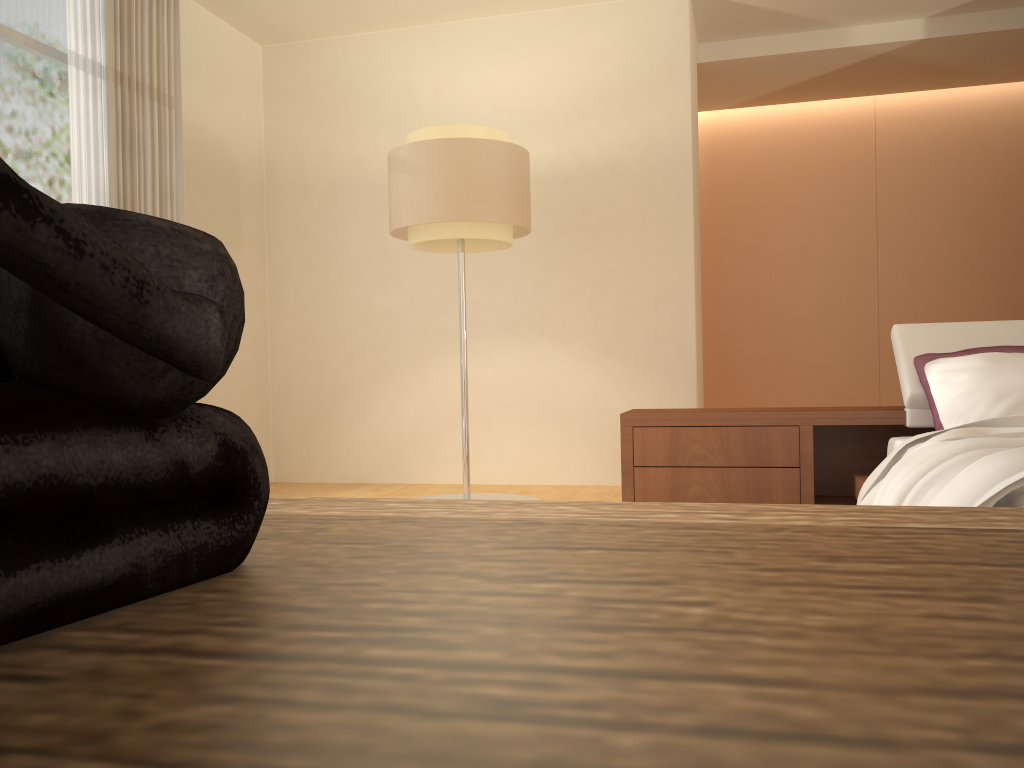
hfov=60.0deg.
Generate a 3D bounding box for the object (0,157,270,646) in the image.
[{"bbox_3d":[-0.203,-0.145,0.287,0.181,0.453,0.282,-1,1,15],"label":"object"}]

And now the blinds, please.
[{"bbox_3d":[-2.132,-0.951,4.995,0.202,3.351,0.814,-1,1,14],"label":"blinds"}]

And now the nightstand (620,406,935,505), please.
[{"bbox_3d":[2.609,0.364,3.815,4.220,0.539,0.493,-1,1,15],"label":"nightstand"}]

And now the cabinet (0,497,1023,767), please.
[{"bbox_3d":[0.931,0.391,0.028,3.713,0.662,0.588,-1,1,15],"label":"cabinet"}]

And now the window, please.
[{"bbox_3d":[-2.928,-0.917,3.157,0.071,3.371,4.781,-1,1,15],"label":"window"}]

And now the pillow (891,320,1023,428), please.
[{"bbox_3d":[2.582,-0.061,3.753,1.779,0.457,0.461,-1,1,14],"label":"pillow"}]

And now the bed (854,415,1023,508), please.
[{"bbox_3d":[2.305,0.374,2.429,2.599,0.570,2.535,-1,1,15],"label":"bed"}]

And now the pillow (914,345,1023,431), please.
[{"bbox_3d":[2.511,0.017,3.434,1.683,0.369,0.575,-1,1,15],"label":"pillow"}]

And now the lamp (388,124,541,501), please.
[{"bbox_3d":[-0.267,-0.324,4.840,0.817,2.018,0.817,-2,1,-32],"label":"lamp"}]

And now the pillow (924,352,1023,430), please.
[{"bbox_3d":[2.450,0.036,3.171,1.720,0.339,0.561,-1,1,15],"label":"pillow"}]
